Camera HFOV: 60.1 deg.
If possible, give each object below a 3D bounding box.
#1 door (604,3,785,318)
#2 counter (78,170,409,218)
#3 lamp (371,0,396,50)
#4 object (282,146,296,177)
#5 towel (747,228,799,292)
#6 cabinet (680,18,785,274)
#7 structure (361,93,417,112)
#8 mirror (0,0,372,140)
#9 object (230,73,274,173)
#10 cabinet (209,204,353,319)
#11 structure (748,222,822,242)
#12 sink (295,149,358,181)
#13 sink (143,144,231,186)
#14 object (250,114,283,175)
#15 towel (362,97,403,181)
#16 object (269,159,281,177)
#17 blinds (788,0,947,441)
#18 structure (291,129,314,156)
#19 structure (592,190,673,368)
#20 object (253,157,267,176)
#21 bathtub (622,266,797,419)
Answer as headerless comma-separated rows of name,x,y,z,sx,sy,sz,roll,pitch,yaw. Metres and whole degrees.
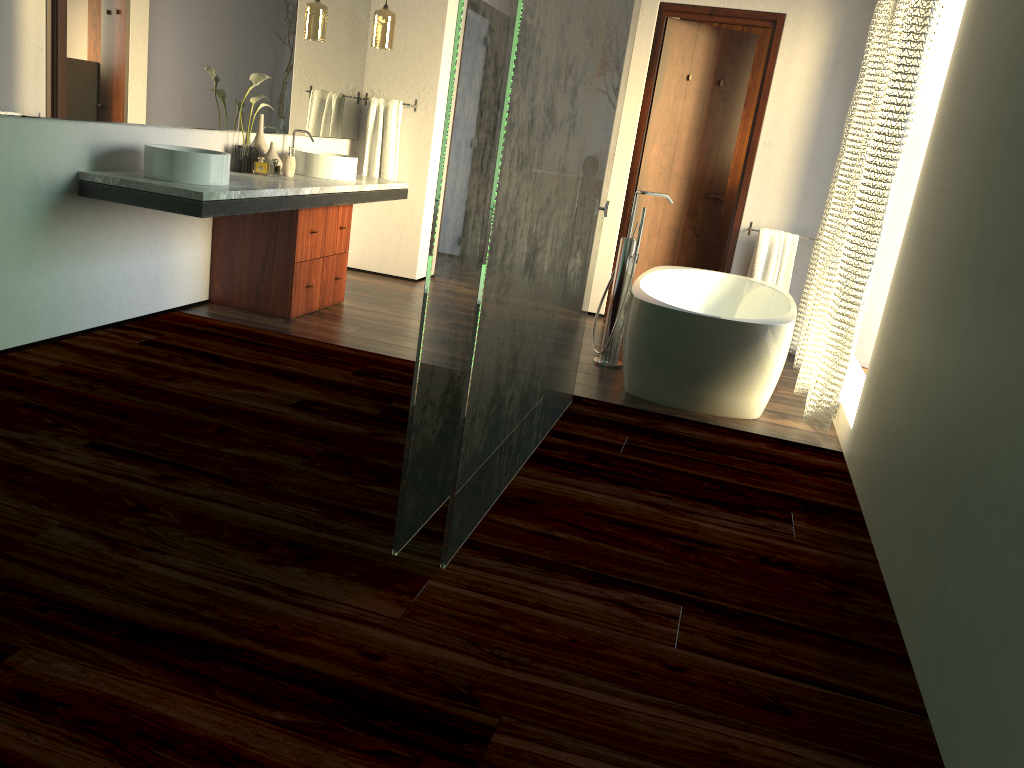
door,1.154,-1.346,5.715,0.739,1.951,0.458,13,16,14
counter,-1.218,-1.020,4.610,0.594,0.101,2.230,11,16,12
lamp,-0.757,-2.527,5.455,0.136,0.869,0.142,-2,19,-32
object,-1.200,-1.199,4.770,0.070,0.158,0.070,8,16,-3
towel,1.569,-0.623,5.426,0.260,0.638,0.154,8,16,-3
cabinet,1.866,-1.761,6.755,1.500,2.368,0.354,13,16,14
structure,-0.824,-1.881,5.906,0.373,0.088,0.101,12,16,14
mirror,-1.488,-1.761,4.029,0.017,1.154,4.026,12,16,12
object,-1.350,-1.361,4.632,0.187,0.505,0.244,6,16,-8
cabinet,-1.255,-0.743,4.900,0.518,0.601,0.650,12,16,13
structure,1.669,-0.902,5.358,0.458,0.088,0.101,12,16,14
sink,-1.074,-1.261,5.104,0.355,0.131,0.359,6,16,-8
sink,-1.411,-0.954,3.851,0.362,0.131,0.352,12,16,16
object,-1.314,-1.277,4.724,0.245,0.306,0.117,21,20,38
towel,-0.873,-1.580,5.929,0.263,0.637,0.157,18,19,30
object,-1.243,-1.135,4.641,0.039,0.091,0.056,15,17,22
blinds,1.698,-1.074,4.235,0.183,2.341,2.098,12,16,12
structure,-1.230,-1.341,5.103,0.167,0.242,0.065,13,17,17
structure,0.563,-0.540,4.525,0.239,0.899,0.282,-3,20,-35
object,-1.311,-1.135,4.615,0.065,0.092,0.039,1,18,-25
bathtub,0.956,-0.226,4.384,0.773,0.486,1.600,12,16,12
